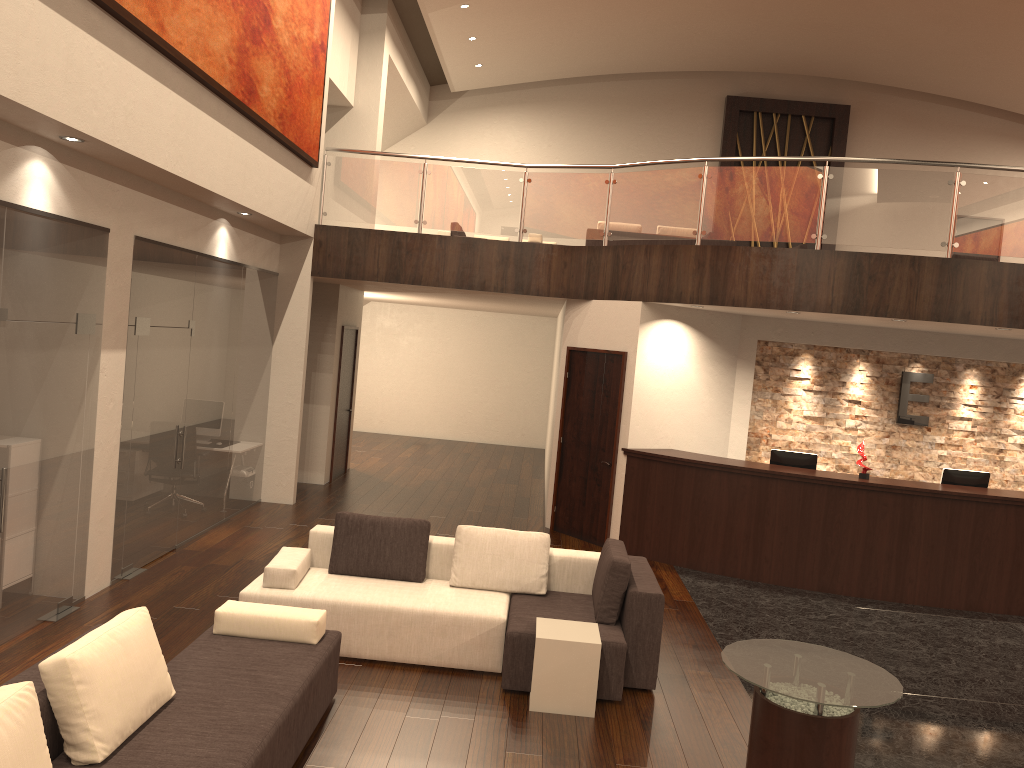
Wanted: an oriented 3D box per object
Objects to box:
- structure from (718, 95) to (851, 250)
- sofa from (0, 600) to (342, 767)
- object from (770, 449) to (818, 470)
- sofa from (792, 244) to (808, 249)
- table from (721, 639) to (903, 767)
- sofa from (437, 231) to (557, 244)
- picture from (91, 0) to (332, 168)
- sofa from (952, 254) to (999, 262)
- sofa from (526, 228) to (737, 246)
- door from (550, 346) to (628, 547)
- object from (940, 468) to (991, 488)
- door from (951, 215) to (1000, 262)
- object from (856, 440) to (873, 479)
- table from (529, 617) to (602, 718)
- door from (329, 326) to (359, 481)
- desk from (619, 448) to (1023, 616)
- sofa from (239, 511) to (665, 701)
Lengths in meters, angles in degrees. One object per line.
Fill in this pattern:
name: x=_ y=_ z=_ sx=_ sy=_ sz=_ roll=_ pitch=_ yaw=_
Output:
structure: x=5.497 y=-3.723 z=18.399 sx=2.524 sy=4.236 sz=0.187 roll=5 pitch=3 yaw=2
sofa: x=-0.809 y=1.568 z=3.677 sx=2.586 sy=0.862 sz=3.366 roll=5 pitch=3 yaw=2
object: x=3.028 y=0.971 z=9.590 sx=0.483 sy=0.485 sz=0.189 roll=6 pitch=3 yaw=17
sofa: x=5.184 y=-1.920 z=15.682 sx=1.291 sy=0.862 sz=2.846 roll=5 pitch=3 yaw=2
table: x=1.397 y=1.770 z=4.291 sx=0.833 sy=0.795 sz=0.844 roll=8 pitch=4 yaw=41
sofa: x=0.327 y=-2.411 z=16.717 sx=3.366 sy=0.862 sz=2.586 roll=5 pitch=3 yaw=2
picture: x=-2.300 y=-3.630 z=7.056 sx=0.070 sy=2.526 sz=6.485 roll=5 pitch=3 yaw=2
sofa: x=7.493 y=-1.700 z=15.483 sx=1.291 sy=0.862 sz=2.846 roll=5 pitch=3 yaw=2
sofa: x=1.866 y=-2.195 z=15.167 sx=3.366 sy=0.862 sz=2.586 roll=5 pitch=3 yaw=2
door: x=0.886 y=0.705 z=10.328 sx=0.104 sy=2.232 sz=0.990 roll=3 pitch=4 yaw=-38
object: x=4.720 y=1.141 z=9.265 sx=0.483 sy=0.485 sz=0.189 roll=5 pitch=3 yaw=2
door: x=9.577 y=-2.344 z=18.402 sx=0.990 sy=2.232 sz=0.104 roll=5 pitch=3 yaw=2
object: x=3.594 y=0.770 z=9.027 sx=0.163 sy=0.390 sz=0.165 roll=6 pitch=3 yaw=10
table: x=0.331 y=1.780 z=5.600 sx=0.400 sy=0.460 sz=0.400 roll=5 pitch=3 yaw=2
door: x=-2.497 y=0.260 z=13.137 sx=0.104 sy=2.232 sz=0.990 roll=5 pitch=3 yaw=2
desk: x=4.703 y=1.626 z=9.470 sx=7.146 sy=1.171 sz=1.674 roll=5 pitch=3 yaw=3
sofa: x=-0.406 y=1.477 z=6.272 sx=2.846 sy=0.862 sz=1.291 roll=5 pitch=3 yaw=2
